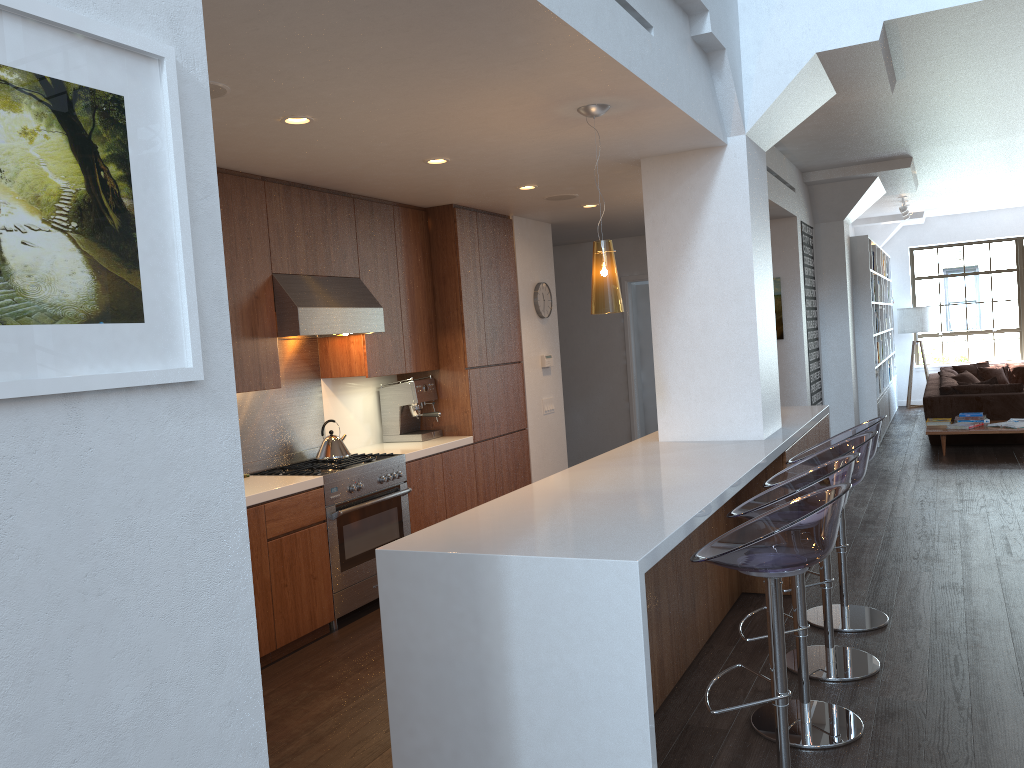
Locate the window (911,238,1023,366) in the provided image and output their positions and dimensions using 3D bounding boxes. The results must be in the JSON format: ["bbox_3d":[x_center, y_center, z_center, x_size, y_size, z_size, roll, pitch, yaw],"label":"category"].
[{"bbox_3d":[8.689,-1.352,13.540,4.648,1.905,0.114,-3,3,26],"label":"window"}]

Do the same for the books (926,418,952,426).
[{"bbox_3d":[4.656,0.414,9.673,0.241,0.045,0.334,-3,3,28],"label":"books"}]

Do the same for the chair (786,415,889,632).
[{"bbox_3d":[1.630,0.670,4.415,0.481,1.014,0.530,-3,3,28],"label":"chair"}]

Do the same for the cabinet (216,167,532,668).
[{"bbox_3d":[-1.335,0.123,4.842,0.598,2.499,5.299,-3,3,26],"label":"cabinet"}]

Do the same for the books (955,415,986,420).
[{"bbox_3d":[4.962,0.363,9.590,0.279,0.035,0.191,-2,3,36],"label":"books"}]

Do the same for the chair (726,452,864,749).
[{"bbox_3d":[1.060,0.765,3.287,0.481,1.014,0.530,-3,3,24],"label":"chair"}]

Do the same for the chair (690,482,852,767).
[{"bbox_3d":[0.808,0.811,2.708,0.481,1.014,0.530,-3,3,28],"label":"chair"}]

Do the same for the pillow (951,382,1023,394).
[{"bbox_3d":[5.340,0.167,9.950,0.750,0.364,0.289,-3,3,25],"label":"pillow"}]

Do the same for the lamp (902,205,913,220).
[{"bbox_3d":[5.476,-2.381,12.312,0.120,0.211,0.111,-4,3,0],"label":"lamp"}]

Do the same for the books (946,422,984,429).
[{"bbox_3d":[4.728,0.433,9.258,0.340,0.035,0.236,-6,3,-39],"label":"books"}]

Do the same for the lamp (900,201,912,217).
[{"bbox_3d":[5.248,-2.342,11.848,0.120,0.211,0.111,-5,3,-15],"label":"lamp"}]

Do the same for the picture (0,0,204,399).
[{"bbox_3d":[-0.605,-0.236,1.120,0.018,0.500,0.500,-3,3,26],"label":"picture"}]

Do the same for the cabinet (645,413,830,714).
[{"bbox_3d":[0.994,0.801,4.789,0.898,0.796,4.493,-3,3,26],"label":"cabinet"}]

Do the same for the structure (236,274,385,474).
[{"bbox_3d":[-1.184,-0.073,5.257,0.529,1.110,0.811,-3,3,26],"label":"structure"}]

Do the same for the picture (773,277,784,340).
[{"bbox_3d":[2.414,-0.725,8.697,0.450,0.600,0.030,-3,3,26],"label":"picture"}]

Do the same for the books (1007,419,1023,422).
[{"bbox_3d":[5.374,0.383,9.311,0.350,0.035,0.256,-6,3,-38],"label":"books"}]

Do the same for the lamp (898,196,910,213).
[{"bbox_3d":[5.026,-2.304,11.395,0.120,0.211,0.111,-6,3,-30],"label":"lamp"}]

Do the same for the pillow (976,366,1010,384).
[{"bbox_3d":[6.897,-0.098,12.756,0.489,0.337,0.238,-4,3,-4],"label":"pillow"}]

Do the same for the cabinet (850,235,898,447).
[{"bbox_3d":[4.884,-0.639,12.180,0.461,2.414,4.500,-3,3,26],"label":"cabinet"}]

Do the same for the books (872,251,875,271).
[{"bbox_3d":[4.352,-1.494,10.897,0.182,0.253,0.098,-3,3,26],"label":"books"}]

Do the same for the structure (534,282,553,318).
[{"bbox_3d":[0.261,-0.700,7.427,0.040,0.300,0.300,-3,3,26],"label":"structure"}]

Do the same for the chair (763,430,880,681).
[{"bbox_3d":[1.354,0.717,3.850,0.481,1.014,0.530,-3,3,24],"label":"chair"}]

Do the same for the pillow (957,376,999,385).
[{"bbox_3d":[5.419,0.107,10.203,0.269,0.411,0.559,-5,3,-18],"label":"pillow"}]

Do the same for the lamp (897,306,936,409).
[{"bbox_3d":[6.431,-0.423,14.041,0.545,1.579,0.545,-3,3,15],"label":"lamp"}]

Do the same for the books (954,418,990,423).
[{"bbox_3d":[4.967,0.399,9.587,0.312,0.037,0.216,-3,3,16],"label":"books"}]

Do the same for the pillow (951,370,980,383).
[{"bbox_3d":[5.950,0.027,11.531,0.325,0.391,0.625,-2,4,43],"label":"pillow"}]

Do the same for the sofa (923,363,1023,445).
[{"bbox_3d":[7.080,0.132,11.051,3.481,0.664,4.197,-3,3,26],"label":"sofa"}]

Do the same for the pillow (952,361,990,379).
[{"bbox_3d":[6.767,-0.115,12.927,0.580,0.418,0.334,-4,3,-1],"label":"pillow"}]

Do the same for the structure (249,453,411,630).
[{"bbox_3d":[-1.051,0.923,5.276,0.662,0.919,0.811,-3,3,26],"label":"structure"}]

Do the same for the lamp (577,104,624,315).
[{"bbox_3d":[1.579,-1.329,4.452,2.842,1.807,0.149,-5,3,-24],"label":"lamp"}]

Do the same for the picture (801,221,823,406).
[{"bbox_3d":[3.101,-0.448,9.110,0.021,2.380,0.800,-3,3,26],"label":"picture"}]

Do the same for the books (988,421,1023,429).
[{"bbox_3d":[5.084,0.415,9.072,0.231,0.040,0.342,-5,3,-24],"label":"books"}]

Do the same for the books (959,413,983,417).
[{"bbox_3d":[4.963,0.332,9.585,0.224,0.027,0.157,-3,3,31],"label":"books"}]
